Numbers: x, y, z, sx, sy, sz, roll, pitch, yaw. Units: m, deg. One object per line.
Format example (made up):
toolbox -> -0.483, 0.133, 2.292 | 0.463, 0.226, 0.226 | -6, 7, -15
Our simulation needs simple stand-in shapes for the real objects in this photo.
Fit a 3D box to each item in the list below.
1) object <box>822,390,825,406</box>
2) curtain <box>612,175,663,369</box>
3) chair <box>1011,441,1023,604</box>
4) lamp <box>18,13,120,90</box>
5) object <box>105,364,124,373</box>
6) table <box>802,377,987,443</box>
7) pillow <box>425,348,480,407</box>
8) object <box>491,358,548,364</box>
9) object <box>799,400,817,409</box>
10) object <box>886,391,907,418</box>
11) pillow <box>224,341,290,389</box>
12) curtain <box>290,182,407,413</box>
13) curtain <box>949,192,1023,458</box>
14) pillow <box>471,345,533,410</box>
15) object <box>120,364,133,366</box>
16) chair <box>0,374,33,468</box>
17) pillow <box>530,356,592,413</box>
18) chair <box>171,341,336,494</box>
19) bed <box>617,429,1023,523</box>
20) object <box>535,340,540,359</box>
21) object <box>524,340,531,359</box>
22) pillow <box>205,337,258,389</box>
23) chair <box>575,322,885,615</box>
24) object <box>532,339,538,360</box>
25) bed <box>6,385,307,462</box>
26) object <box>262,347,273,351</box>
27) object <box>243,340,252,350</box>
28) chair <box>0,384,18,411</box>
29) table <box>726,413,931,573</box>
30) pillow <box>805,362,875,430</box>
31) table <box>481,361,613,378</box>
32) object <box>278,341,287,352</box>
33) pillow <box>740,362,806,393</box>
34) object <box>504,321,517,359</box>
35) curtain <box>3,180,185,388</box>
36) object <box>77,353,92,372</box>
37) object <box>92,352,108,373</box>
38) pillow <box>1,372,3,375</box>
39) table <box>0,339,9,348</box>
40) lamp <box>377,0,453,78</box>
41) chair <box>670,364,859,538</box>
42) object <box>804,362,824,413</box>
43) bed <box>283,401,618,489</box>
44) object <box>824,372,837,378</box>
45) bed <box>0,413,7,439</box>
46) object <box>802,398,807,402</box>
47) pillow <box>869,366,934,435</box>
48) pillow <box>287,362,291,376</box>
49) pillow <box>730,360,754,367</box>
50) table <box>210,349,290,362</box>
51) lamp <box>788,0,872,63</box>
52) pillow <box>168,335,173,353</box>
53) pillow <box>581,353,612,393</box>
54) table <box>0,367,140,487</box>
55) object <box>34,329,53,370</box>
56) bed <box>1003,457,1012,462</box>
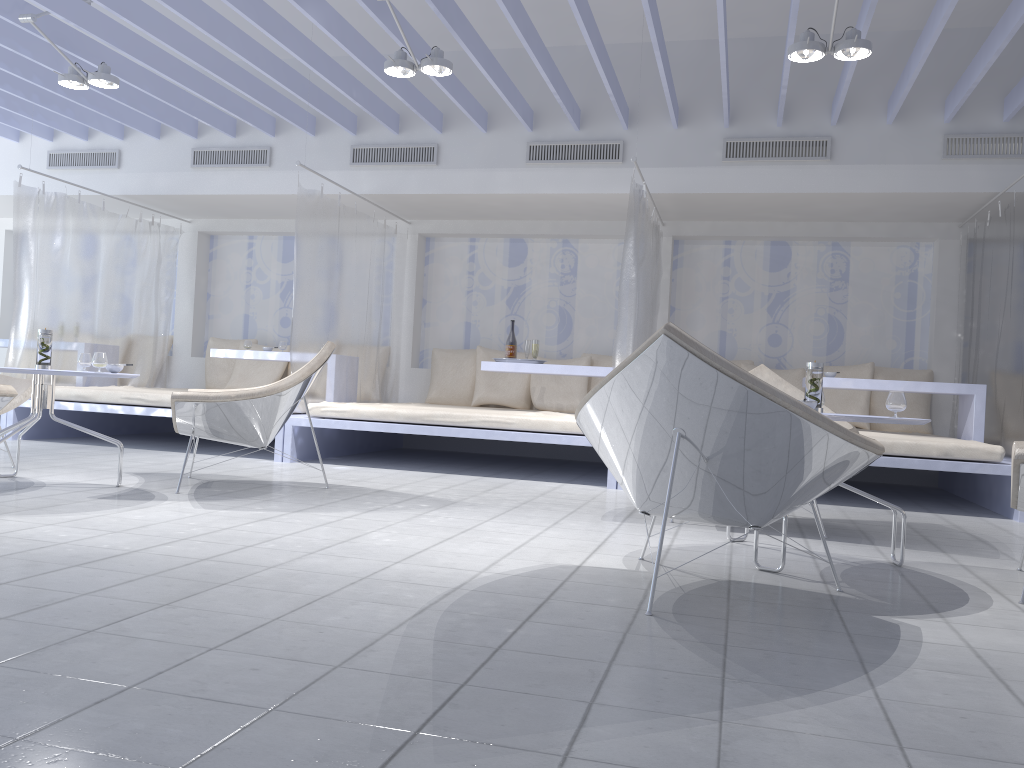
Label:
object -> 1.208, 0.068, 3.524 | 0.068, 0.091, 0.068 | 3, 0, 4
curtain -> 0.917, -0.459, 6.198 | 0.151, 1.552, 2.050 | 3, 0, 15
chair -> 2.006, 0.306, 2.794 | 0.753, 0.759, 0.906 | 3, 0, 29
lamp -> -2.571, -1.898, 5.086 | 0.380, 0.218, 0.587 | 3, 0, 15
object -> -1.870, -0.072, 4.170 | 0.082, 0.043, 0.082 | 3, 0, -17
table -> 2.476, 0.206, 5.843 | 1.065, 0.450, 0.416 | 3, 0, 15
pillow -> -0.477, -0.049, 7.590 | 0.524, 0.521, 0.230 | 3, 0, 17
object -> 0.053, -0.163, 6.483 | 0.429, 0.031, 0.275 | 3, 0, 16
object -> 0.986, 0.076, 2.992 | 0.082, 0.043, 0.082 | 3, 0, 16
object -> 1.331, 0.071, 3.073 | 0.068, 0.091, 0.068 | 3, 0, 4
pillow -> -2.279, -0.145, 7.976 | 0.528, 0.482, 0.307 | 3, 0, 19
curtain -> -1.200, -0.549, 6.790 | 0.125, 1.559, 1.998 | 3, 0, 13
curtain -> 3.072, -0.324, 5.679 | 0.125, 1.559, 1.998 | 3, 0, 13
pillow -> -0.066, -0.051, 7.458 | 0.537, 0.527, 0.233 | 3, 0, -6
object -> -1.838, -0.090, 4.176 | 0.098, 0.016, 0.012 | 3, 0, -19
chair -> -3.064, 0.041, 4.558 | 0.753, 0.759, 0.906 | 3, 0, 25
pillow -> 0.408, -0.003, 7.277 | 0.528, 0.482, 0.307 | 3, 0, 10
chair -> -1.279, 0.138, 4.471 | 0.753, 0.759, 0.906 | 3, 0, -15
bed -> 1.952, 0.490, 5.963 | 2.200, 0.427, 2.016 | 3, 0, 15
object -> 0.174, -0.233, 6.491 | 0.059, 0.174, 0.059 | 3, 0, -18
object -> 0.111, -0.236, 6.507 | 0.059, 0.174, 0.059 | 3, 0, -18
pillow -> -2.585, -0.173, 8.149 | 0.572, 0.510, 0.231 | 3, 0, 14
chair -> 0.566, 0.227, 2.597 | 0.906, 0.759, 0.753 | 3, 0, 32
object -> 0.164, -0.234, 6.427 | 0.059, 0.174, 0.059 | 3, 0, -18
bed -> -2.317, 0.265, 7.072 | 2.200, 0.427, 2.016 | 3, 0, 15
object -> -1.966, -0.275, 7.134 | 0.082, 0.043, 0.082 | 3, 0, -24
object -> -2.140, -0.308, 7.184 | 0.068, 0.091, 0.068 | 3, 0, 40
chair -> -2.442, 0.067, 3.213 | 0.906, 0.759, 0.753 | 3, 0, 10
table -> 1.064, 0.371, 3.242 | 0.823, 0.534, 0.825 | 3, 0, -8
pillow -> 2.493, 0.084, 6.793 | 0.537, 0.527, 0.233 | 3, 0, 35
table -> 0.335, 0.093, 6.400 | 1.065, 0.450, 0.416 | 3, 0, 15
object -> -1.800, -0.291, 6.966 | 0.068, 0.091, 0.068 | 3, 0, 40
pillow -> 1.989, 0.081, 6.866 | 0.528, 0.482, 0.307 | 3, 0, 19
object -> -0.003, -0.316, 6.514 | 0.092, 0.302, 0.092 | 3, 0, -18
curtain -> -3.353, -0.684, 7.308 | 0.151, 1.552, 2.050 | 3, 0, 15
object -> -2.125, -0.108, 4.413 | 0.068, 0.091, 0.068 | 3, 0, 7
object -> -1.866, -0.097, 4.014 | 0.068, 0.091, 0.068 | 3, 0, 43
pillow -> -4.746, -0.275, 8.700 | 0.524, 0.521, 0.230 | 3, 0, 17
table -> -3.931, -0.132, 7.508 | 1.065, 0.450, 0.416 | 3, 0, 15
lamp -> -0.551, -1.791, 4.561 | 0.380, 0.218, 0.587 | 3, 0, 15
chair -> 1.155, 0.269, 4.214 | 0.906, 0.759, 0.753 | 3, 0, 18
object -> 1.115, 0.014, 3.276 | 0.075, 0.185, 0.075 | 3, 0, -22
bed -> -0.180, 0.380, 6.533 | 2.200, 0.422, 2.022 | 3, 0, 15
object -> 2.146, -0.058, 5.984 | 0.082, 0.043, 0.082 | 3, 0, -24
bed -> -4.449, 0.155, 7.643 | 2.200, 0.422, 2.022 | 3, 0, 15
object -> 0.975, 0.056, 2.963 | 0.012, 0.016, 0.098 | 3, 0, 14
pillow -> 2.915, 0.130, 6.709 | 0.524, 0.521, 0.230 | 3, 0, 12
pillow -> -1.775, -0.141, 7.902 | 0.537, 0.527, 0.233 | 3, 0, 35
pillow -> 1.683, 0.052, 7.040 | 0.572, 0.510, 0.231 | 3, 0, 14
table -> -1.788, -0.019, 6.951 | 1.065, 0.450, 0.416 | 3, 0, 15
lamp -> 1.469, -1.684, 4.036 | 0.380, 0.218, 0.587 | 3, 0, 15
pillow -> -3.508, -0.222, 8.389 | 0.572, 0.510, 0.231 | 3, 0, 15
pillow -> 0.761, 0.003, 7.279 | 0.572, 0.510, 0.231 | 3, 0, 15
table -> -2.175, 0.200, 4.085 | 0.823, 0.534, 0.825 | 3, 0, 6
object -> -2.172, -0.161, 4.119 | 0.075, 0.189, 0.075 | 3, 0, 6
bed -> 4.089, 0.603, 5.407 | 2.200, 0.427, 2.016 | 3, 0, 15
